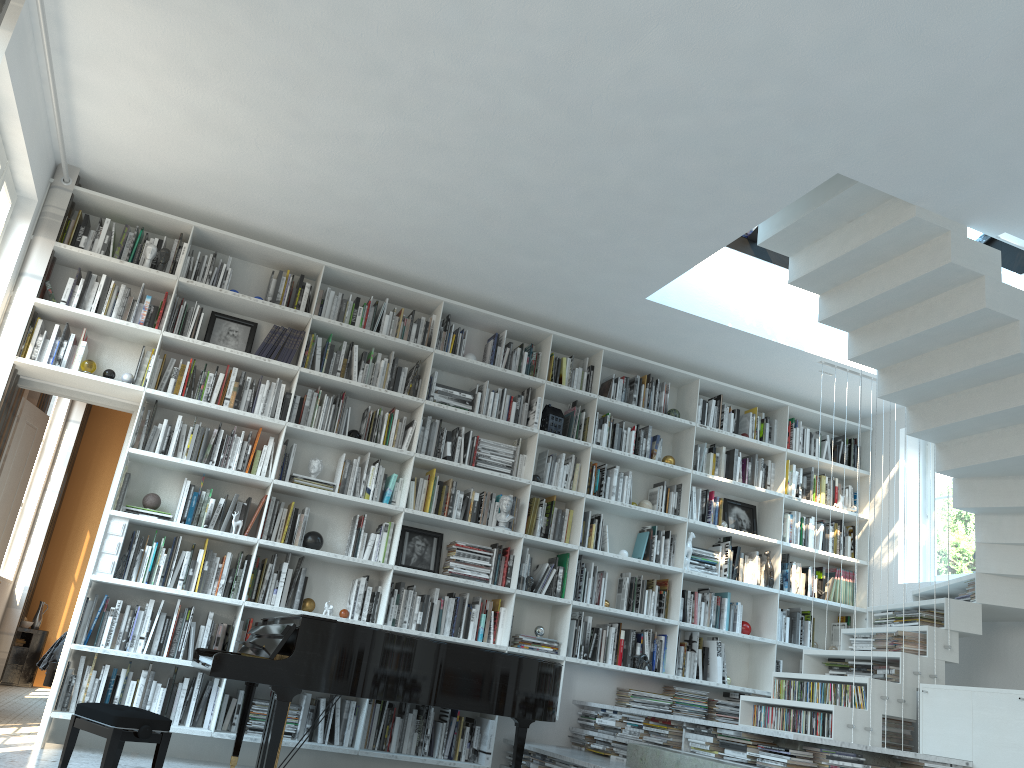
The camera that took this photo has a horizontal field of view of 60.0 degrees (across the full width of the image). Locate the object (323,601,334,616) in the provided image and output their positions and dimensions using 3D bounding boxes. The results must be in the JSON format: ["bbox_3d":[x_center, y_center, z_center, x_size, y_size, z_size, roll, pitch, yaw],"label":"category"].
[{"bbox_3d":[-1.130,1.387,5.475,0.060,0.094,0.078,10,-19,-3],"label":"object"}]

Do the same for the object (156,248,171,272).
[{"bbox_3d":[-2.179,-0.757,5.526,0.067,0.197,0.068,1,-20,22],"label":"object"}]

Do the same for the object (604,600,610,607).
[{"bbox_3d":[0.653,1.557,6.253,0.071,0.072,0.072,-1,-21,27],"label":"object"}]

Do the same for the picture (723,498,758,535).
[{"bbox_3d":[1.789,1.068,6.947,0.300,0.298,0.078,15,-19,-19],"label":"picture"}]

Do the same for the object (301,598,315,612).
[{"bbox_3d":[-1.265,1.373,5.495,0.091,0.091,0.091,25,-24,-39],"label":"object"}]

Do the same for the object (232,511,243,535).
[{"bbox_3d":[-1.650,0.834,5.308,0.082,0.139,0.044,22,-22,-34],"label":"object"}]

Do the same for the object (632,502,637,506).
[{"bbox_3d":[0.888,0.901,6.515,0.068,0.068,0.068,25,-24,-39],"label":"object"}]

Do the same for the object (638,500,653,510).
[{"bbox_3d":[0.987,0.916,6.579,0.112,0.112,0.111,25,-24,-39],"label":"object"}]

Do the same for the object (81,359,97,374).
[{"bbox_3d":[-2.527,-0.103,5.293,0.087,0.087,0.087,-1,-21,27],"label":"object"}]

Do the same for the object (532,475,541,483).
[{"bbox_3d":[0.165,0.668,6.189,0.071,0.072,0.072,-1,-21,27],"label":"object"}]

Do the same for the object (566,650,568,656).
[{"bbox_3d":[0.345,1.826,6.045,0.071,0.072,0.072,-1,-21,27],"label":"object"}]

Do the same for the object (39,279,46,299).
[{"bbox_3d":[-2.829,-0.593,5.353,0.035,0.294,0.177,15,-19,-19],"label":"object"}]

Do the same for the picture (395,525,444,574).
[{"bbox_3d":[-0.617,1.114,5.909,0.300,0.298,0.078,15,-19,-19],"label":"picture"}]

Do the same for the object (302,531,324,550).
[{"bbox_3d":[-1.255,0.995,5.589,0.133,0.135,0.134,-1,-21,27],"label":"object"}]

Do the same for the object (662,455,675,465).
[{"bbox_3d":[1.175,0.587,6.656,0.101,0.101,0.100,25,-24,-39],"label":"object"}]

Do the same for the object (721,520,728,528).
[{"bbox_3d":[1.597,1.085,6.763,0.091,0.092,0.092,-1,-21,27],"label":"object"}]

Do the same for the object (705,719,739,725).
[{"bbox_3d":[1.554,2.457,6.425,0.328,0.008,0.208,16,-20,-19],"label":"object"}]

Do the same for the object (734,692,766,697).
[{"bbox_3d":[1.744,2.277,6.504,0.130,0.015,0.210,16,-20,-20],"label":"object"}]

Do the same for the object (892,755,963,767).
[{"bbox_3d":[2.096,1.899,4.479,0.284,0.030,0.177,16,-20,-19],"label":"object"}]

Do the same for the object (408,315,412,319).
[{"bbox_3d":[-0.746,-0.343,6.190,0.010,0.246,0.157,15,-19,-19],"label":"object"}]

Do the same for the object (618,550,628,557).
[{"bbox_3d":[0.799,1.225,6.365,0.071,0.072,0.072,-1,-21,27],"label":"object"}]

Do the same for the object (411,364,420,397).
[{"bbox_3d":[-0.650,-0.013,5.981,0.075,0.254,0.075,24,-24,-38],"label":"object"}]

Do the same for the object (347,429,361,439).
[{"bbox_3d":[-1.042,0.348,5.832,0.097,0.098,0.097,-1,-21,27],"label":"object"}]

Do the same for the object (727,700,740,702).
[{"bbox_3d":[1.726,2.332,6.482,0.145,0.004,0.296,16,-20,-20],"label":"object"}]

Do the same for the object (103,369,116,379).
[{"bbox_3d":[-2.440,-0.055,5.371,0.072,0.072,0.071,25,-24,-39],"label":"object"}]

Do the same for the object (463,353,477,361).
[{"bbox_3d":[-0.303,-0.167,6.280,0.105,0.105,0.105,25,-24,-39],"label":"object"}]

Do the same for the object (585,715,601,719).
[{"bbox_3d":[0.598,2.261,5.994,0.135,0.011,0.222,14,-20,-15],"label":"object"}]

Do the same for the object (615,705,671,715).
[{"bbox_3d":[0.913,2.274,6.185,0.346,0.007,0.194,17,-21,-23],"label":"object"}]

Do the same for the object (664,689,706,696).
[{"bbox_3d":[1.240,2.210,6.356,0.254,0.005,0.161,16,-20,-19],"label":"object"}]

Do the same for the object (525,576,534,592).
[{"bbox_3d":[0.117,1.337,5.923,0.054,0.113,0.079,16,-20,-20],"label":"object"}]

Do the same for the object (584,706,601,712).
[{"bbox_3d":[0.610,2.213,6.012,0.131,0.024,0.291,15,-20,-17],"label":"object"}]

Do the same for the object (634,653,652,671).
[{"bbox_3d":[0.904,1.910,6.094,0.161,0.113,0.065,20,-22,-30],"label":"object"}]

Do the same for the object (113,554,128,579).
[{"bbox_3d":[-2.220,1.038,5.034,0.045,0.146,0.045,3,-19,18],"label":"object"}]

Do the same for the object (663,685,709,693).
[{"bbox_3d":[1.247,2.187,6.352,0.285,0.005,0.160,14,-19,-14],"label":"object"}]

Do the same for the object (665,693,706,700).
[{"bbox_3d":[1.233,2.234,6.346,0.254,0.005,0.161,16,-20,-19],"label":"object"}]

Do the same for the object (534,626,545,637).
[{"bbox_3d":[0.184,1.655,5.933,0.071,0.072,0.072,-1,-21,27],"label":"object"}]

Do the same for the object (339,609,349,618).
[{"bbox_3d":[-1.046,1.434,5.525,0.061,0.062,0.062,-1,-21,27],"label":"object"}]

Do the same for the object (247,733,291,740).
[{"bbox_3d":[-1.441,2.074,5.242,0.254,0.007,0.161,14,-20,-16],"label":"object"}]

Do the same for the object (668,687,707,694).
[{"bbox_3d":[1.243,2.194,6.359,0.254,0.005,0.161,15,-20,-18],"label":"object"}]

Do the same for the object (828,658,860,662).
[{"bbox_3d":[2.161,1.794,5.729,0.161,0.025,0.175,14,-20,-15],"label":"object"}]

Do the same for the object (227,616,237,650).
[{"bbox_3d":[-1.694,1.534,5.308,0.017,0.289,0.089,15,-19,-19],"label":"object"}]

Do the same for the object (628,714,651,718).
[{"bbox_3d":[0.836,2.060,5.481,0.144,0.005,0.258,15,-20,-19],"label":"object"}]

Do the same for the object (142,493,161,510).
[{"bbox_3d":[-2.148,0.704,5.287,0.106,0.106,0.105,25,-24,-39],"label":"object"}]

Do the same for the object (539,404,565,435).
[{"bbox_3d":[0.284,0.273,6.377,0.135,0.247,0.136,19,-21,-28],"label":"object"}]

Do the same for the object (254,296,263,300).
[{"bbox_3d":[-1.668,-0.532,5.809,0.083,0.083,0.082,25,-24,-39],"label":"object"}]

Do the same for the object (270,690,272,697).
[{"bbox_3d":[-1.397,1.848,5.282,0.086,0.087,0.086,25,-24,-39],"label":"object"}]

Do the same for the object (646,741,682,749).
[{"bbox_3d":[0.916,2.111,5.179,0.145,0.010,0.267,17,-20,-22],"label":"object"}]

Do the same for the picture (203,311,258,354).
[{"bbox_3d":[-1.836,-0.304,5.769,0.300,0.298,0.078,15,-19,-19],"label":"picture"}]

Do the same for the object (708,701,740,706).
[{"bbox_3d":[1.572,2.335,6.465,0.328,0.008,0.208,16,-20,-19],"label":"object"}]

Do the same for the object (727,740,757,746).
[{"bbox_3d":[1.218,1.846,4.545,0.142,0.006,0.204,16,-20,-20],"label":"object"}]

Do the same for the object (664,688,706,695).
[{"bbox_3d":[1.241,2.205,6.357,0.254,0.005,0.161,16,-20,-19],"label":"object"}]

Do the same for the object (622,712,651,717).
[{"bbox_3d":[0.823,2.050,5.478,0.159,0.007,0.286,17,-20,-21],"label":"object"}]

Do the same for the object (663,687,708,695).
[{"bbox_3d":[1.241,2.200,6.360,0.285,0.005,0.160,16,-20,-19],"label":"object"}]

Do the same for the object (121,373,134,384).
[{"bbox_3d":[-2.336,-0.033,5.387,0.072,0.072,0.071,25,-24,-39],"label":"object"}]

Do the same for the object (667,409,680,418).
[{"bbox_3d":[1.231,0.240,6.765,0.104,0.105,0.104,-1,-21,27],"label":"object"}]

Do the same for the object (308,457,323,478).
[{"bbox_3d":[-1.271,0.546,5.726,0.095,0.156,0.121,11,-19,-6],"label":"object"}]

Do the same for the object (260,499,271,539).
[{"bbox_3d":[-1.552,0.859,5.540,0.012,0.269,0.131,15,-19,-19],"label":"object"}]

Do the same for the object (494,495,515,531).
[{"bbox_3d":[-0.052,0.877,6.001,0.138,0.243,0.138,-4,-22,34],"label":"object"}]

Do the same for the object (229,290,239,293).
[{"bbox_3d":[-1.811,-0.572,5.758,0.083,0.083,0.082,25,-24,-39],"label":"object"}]
